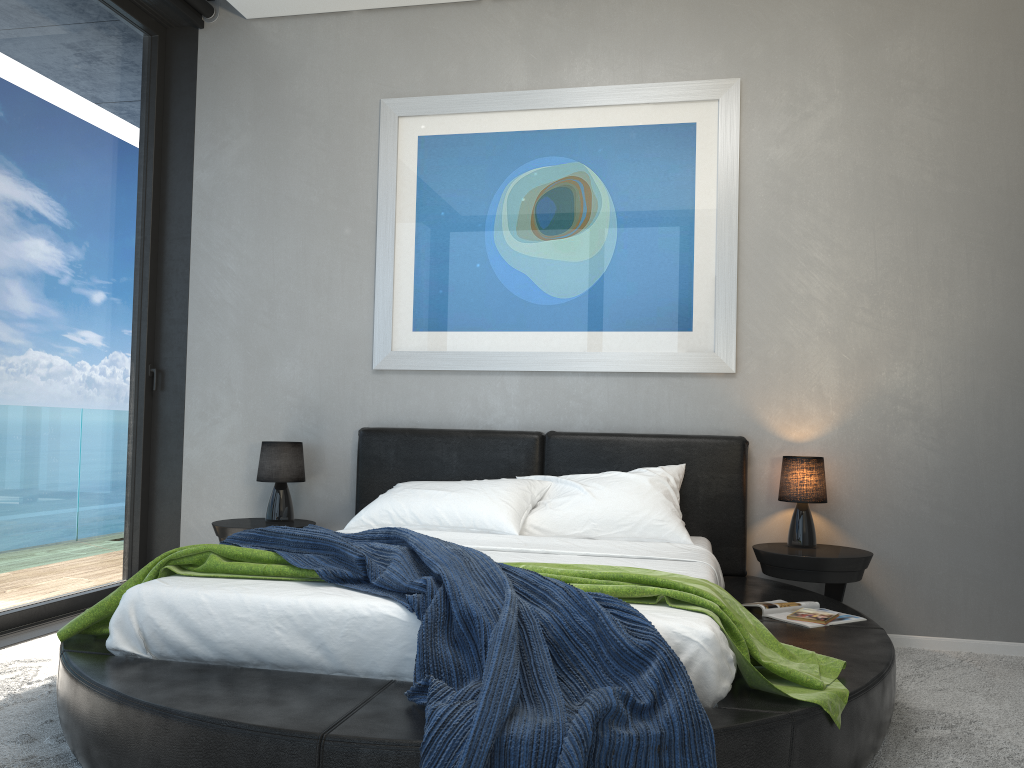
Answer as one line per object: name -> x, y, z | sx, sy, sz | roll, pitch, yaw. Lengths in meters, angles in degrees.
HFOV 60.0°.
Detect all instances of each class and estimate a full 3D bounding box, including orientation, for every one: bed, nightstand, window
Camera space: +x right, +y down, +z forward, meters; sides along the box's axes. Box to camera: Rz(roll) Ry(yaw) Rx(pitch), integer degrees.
bed -> -0.114, 0.619, 3.095 | 2.755, 0.933, 2.620 | 1, -3, 12
nightstand -> -1.228, 0.905, 4.375 | 0.496, 0.440, 0.497 | 0, -3, 23
nightstand -> 1.293, 0.937, 3.835 | 0.497, 0.440, 0.497 | -1, -3, 41
window -> -0.253, -0.428, 4.621 | 3.595, 3.180, 9.733 | 1, -3, 12

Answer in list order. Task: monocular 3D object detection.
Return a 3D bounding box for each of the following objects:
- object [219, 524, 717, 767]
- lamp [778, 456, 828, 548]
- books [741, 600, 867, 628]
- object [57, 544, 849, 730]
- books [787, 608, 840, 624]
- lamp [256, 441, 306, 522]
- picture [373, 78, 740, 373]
object -> -0.399, 0.716, 2.566 | 0.685, 0.567, 2.154 | 3, -4, -36
lamp -> 1.293, 0.523, 3.948 | 0.208, 0.400, 0.219 | 2, -2, -7
books -> 1.028, 0.818, 3.232 | 0.301, 0.039, 0.395 | 3, -4, -32
object -> -0.220, 0.666, 2.630 | 2.302, 0.342, 0.647 | 1, -3, 12
books -> 1.067, 0.820, 3.138 | 0.133, 0.012, 0.189 | -1, -4, 34
lamp -> -1.166, 0.492, 4.480 | 0.241, 0.400, 0.219 | 2, -2, -19
picture -> 0.188, -0.762, 4.382 | 1.800, 1.399, 0.025 | 1, -2, 12
